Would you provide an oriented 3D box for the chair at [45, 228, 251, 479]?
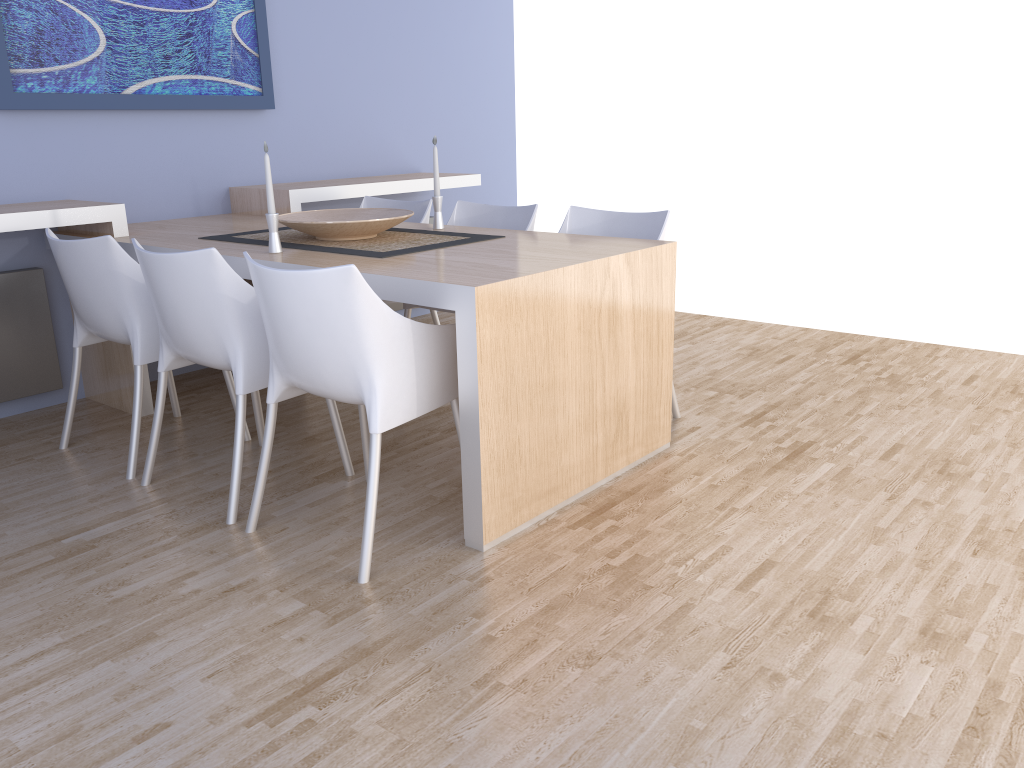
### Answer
[{"bbox_3d":[-1.316,-0.160,3.148,0.510,0.793,0.486,12,21,38],"label":"chair"}]

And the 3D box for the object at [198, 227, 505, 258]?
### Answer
[{"bbox_3d":[-0.593,-0.529,3.201,0.986,0.005,0.594,12,21,37],"label":"object"}]

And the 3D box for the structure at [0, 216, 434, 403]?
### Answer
[{"bbox_3d":[-1.671,-0.309,3.901,0.064,0.503,3.843,12,21,38],"label":"structure"}]

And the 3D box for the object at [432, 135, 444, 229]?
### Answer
[{"bbox_3d":[-0.287,-0.768,3.379,0.045,0.349,0.045,12,21,38],"label":"object"}]

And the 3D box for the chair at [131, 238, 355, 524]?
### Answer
[{"bbox_3d":[-0.871,-0.067,2.797,0.510,0.793,0.486,12,21,38],"label":"chair"}]

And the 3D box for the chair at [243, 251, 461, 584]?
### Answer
[{"bbox_3d":[-0.426,0.026,2.446,0.510,0.793,0.486,12,21,38],"label":"chair"}]

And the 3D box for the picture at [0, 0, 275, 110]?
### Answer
[{"bbox_3d":[-1.563,-1.615,3.693,0.049,0.901,1.252,12,21,38],"label":"picture"}]

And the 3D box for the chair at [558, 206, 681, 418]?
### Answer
[{"bbox_3d":[0.299,-0.238,3.295,0.510,0.793,0.486,12,21,38],"label":"chair"}]

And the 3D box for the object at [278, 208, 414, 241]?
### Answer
[{"bbox_3d":[-0.598,-0.569,3.188,0.493,0.081,0.493,-11,19,-31],"label":"object"}]

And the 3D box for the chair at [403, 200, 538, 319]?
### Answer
[{"bbox_3d":[-0.162,-0.335,3.659,0.510,0.793,0.486,12,21,38],"label":"chair"}]

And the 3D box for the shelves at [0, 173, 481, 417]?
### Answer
[{"bbox_3d":[-1.575,-0.346,3.717,0.463,0.840,3.901,12,21,38],"label":"shelves"}]

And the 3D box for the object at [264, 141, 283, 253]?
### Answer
[{"bbox_3d":[-0.768,-0.593,2.817,0.045,0.349,0.045,-4,16,-8],"label":"object"}]

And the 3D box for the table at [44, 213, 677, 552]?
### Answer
[{"bbox_3d":[-0.673,-0.198,3.360,2.340,0.718,1.002,12,21,38],"label":"table"}]

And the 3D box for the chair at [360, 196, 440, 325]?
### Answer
[{"bbox_3d":[-0.618,-0.430,4.018,0.510,0.793,0.486,12,21,38],"label":"chair"}]
